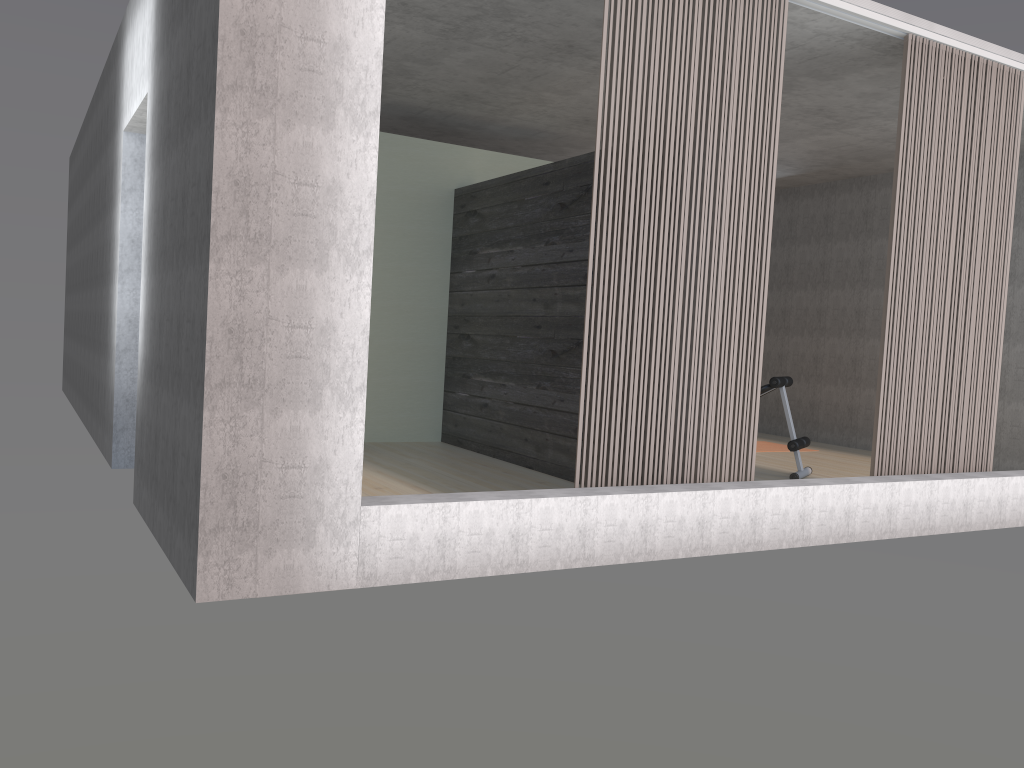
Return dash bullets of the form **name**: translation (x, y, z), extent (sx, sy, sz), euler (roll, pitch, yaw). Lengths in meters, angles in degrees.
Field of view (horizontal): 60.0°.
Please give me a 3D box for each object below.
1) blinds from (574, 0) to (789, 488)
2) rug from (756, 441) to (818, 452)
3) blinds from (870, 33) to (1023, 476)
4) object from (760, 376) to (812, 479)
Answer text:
- **blinds**: translation (0.831, -0.627, 4.273), extent (1.133, 2.744, 0.069), euler (2, 3, -30)
- **rug**: translation (1.592, 0.588, 8.220), extent (2.779, 0.002, 0.716), euler (2, 3, -30)
- **blinds**: translation (2.600, -0.577, 5.275), extent (1.133, 2.744, 0.069), euler (2, 3, -30)
- **object**: translation (1.631, 0.283, 6.888), extent (1.312, 0.746, 0.505), euler (5, 3, 30)
